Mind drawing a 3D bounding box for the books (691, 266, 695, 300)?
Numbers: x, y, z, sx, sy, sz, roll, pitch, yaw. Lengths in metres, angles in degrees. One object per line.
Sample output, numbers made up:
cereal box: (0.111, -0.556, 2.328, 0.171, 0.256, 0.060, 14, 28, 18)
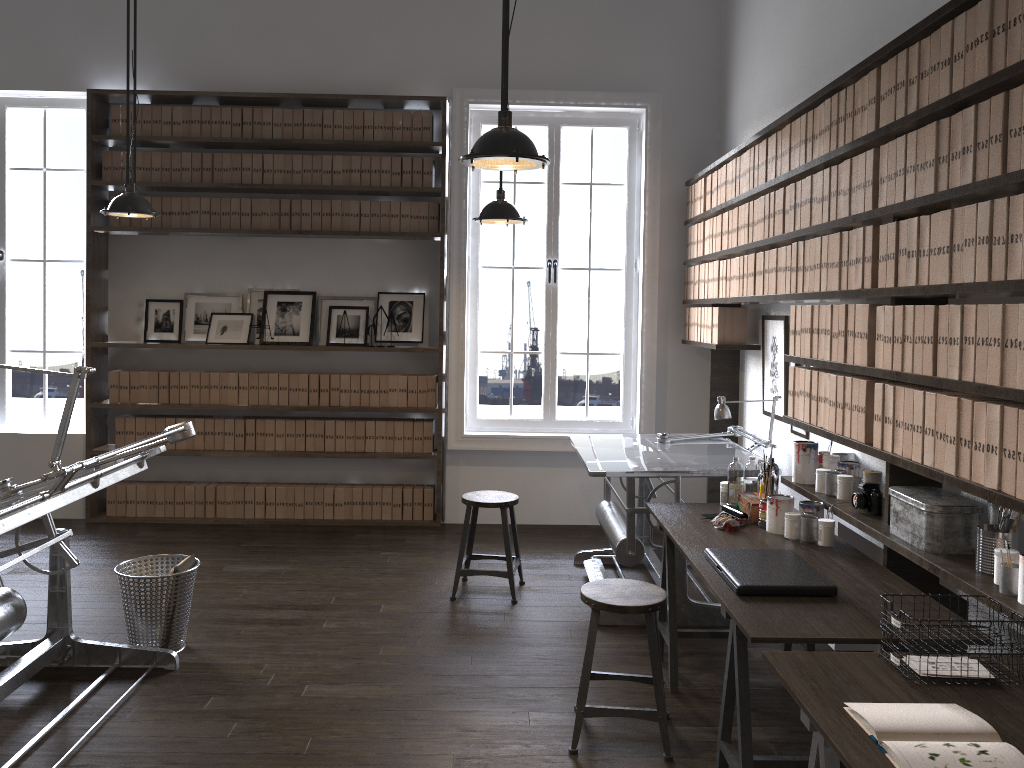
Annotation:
books: (1.295, -0.676, 5.935, 0.174, 0.225, 0.067, 1, 2, -1)

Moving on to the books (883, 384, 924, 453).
books: (1.341, 0.116, 2.954, 0.174, 0.225, 0.067, 1, 2, -1)

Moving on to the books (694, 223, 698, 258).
books: (1.299, -0.942, 5.845, 0.174, 0.225, 0.067, 1, 2, -1)

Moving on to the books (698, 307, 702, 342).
books: (1.295, -0.381, 5.725, 0.174, 0.225, 0.067, 1, 2, -1)

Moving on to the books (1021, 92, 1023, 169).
books: (1.369, -0.638, 2.196, 0.174, 0.225, 0.067, 1, 2, -1)

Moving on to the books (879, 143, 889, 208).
books: (1.357, -0.706, 3.032, 0.174, 0.225, 0.067, 1, 2, -1)

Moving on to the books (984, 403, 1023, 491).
books: (1.351, 0.167, 2.333, 0.174, 0.225, 0.067, 1, 2, -1)

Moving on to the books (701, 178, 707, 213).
books: (1.310, -1.207, 5.692, 0.174, 0.225, 0.067, 1, 2, -1)

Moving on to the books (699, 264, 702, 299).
books: (1.303, -0.658, 5.715, 0.174, 0.225, 0.067, 1, 2, -1)

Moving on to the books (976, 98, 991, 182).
books: (1.367, -0.656, 2.410, 0.174, 0.225, 0.067, 1, 2, -1)

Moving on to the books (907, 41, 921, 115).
books: (1.361, -0.966, 2.819, 0.174, 0.225, 0.067, 1, 2, -1)

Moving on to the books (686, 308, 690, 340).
books: (1.287, -0.410, 6.072, 0.174, 0.225, 0.067, 1, 2, -1)

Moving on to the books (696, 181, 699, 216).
books: (1.309, -1.219, 5.835, 0.174, 0.225, 0.067, 1, 2, -1)

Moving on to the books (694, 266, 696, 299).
books: (1.301, -0.670, 5.864, 0.174, 0.225, 0.067, 1, 2, -1)

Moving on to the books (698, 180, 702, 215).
books: (1.306, -1.213, 5.764, 0.174, 0.225, 0.067, 1, 2, -1)

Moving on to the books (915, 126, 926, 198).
books: (1.359, -0.684, 2.757, 0.174, 0.225, 0.067, 1, 2, -1)

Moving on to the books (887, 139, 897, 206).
books: (1.356, -0.701, 2.963, 0.174, 0.225, 0.067, 1, 2, -1)

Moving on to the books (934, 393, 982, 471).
books: (1.349, 0.144, 2.609, 0.174, 0.225, 0.067, 1, 2, -1)

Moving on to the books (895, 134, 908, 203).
books: (1.353, -0.695, 2.892, 0.174, 0.225, 0.067, 1, 2, -1)

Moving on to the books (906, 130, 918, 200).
books: (1.357, -0.689, 2.820, 0.174, 0.225, 0.067, 1, 2, -1)

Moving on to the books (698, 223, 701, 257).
books: (1.306, -0.937, 5.778, 0.174, 0.225, 0.067, 1, 2, -1)

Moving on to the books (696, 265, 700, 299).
books: (1.297, -0.664, 5.789, 0.174, 0.225, 0.067, 1, 2, -1)

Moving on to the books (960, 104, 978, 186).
books: (1.362, -0.662, 2.481, 0.174, 0.225, 0.067, 1, 2, -1)

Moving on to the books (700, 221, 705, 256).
books: (1.308, -0.931, 5.707, 0.174, 0.225, 0.067, 1, 2, -1)

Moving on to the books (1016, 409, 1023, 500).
books: (1.353, 0.179, 2.187, 0.174, 0.225, 0.067, 1, 2, -1)

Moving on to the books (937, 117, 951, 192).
books: (1.363, -0.673, 2.623, 0.174, 0.225, 0.067, 1, 2, -1)

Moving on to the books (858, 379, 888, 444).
books: (1.335, 0.099, 3.159, 0.174, 0.225, 0.067, 1, 2, -1)

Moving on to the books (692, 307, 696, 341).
books: (1.289, -0.393, 5.870, 0.174, 0.225, 0.067, 1, 2, -1)

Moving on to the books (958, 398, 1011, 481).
books: (1.352, 0.155, 2.475, 0.174, 0.225, 0.067, 1, 2, -1)

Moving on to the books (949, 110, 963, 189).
books: (1.364, -0.667, 2.552, 0.174, 0.225, 0.067, 1, 2, -1)

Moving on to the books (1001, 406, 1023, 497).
books: (1.357, 0.173, 2.262, 0.174, 0.225, 0.067, 1, 2, -1)

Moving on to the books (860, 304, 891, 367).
books: (1.338, -0.171, 3.147, 0.174, 0.225, 0.067, 1, 2, -1)

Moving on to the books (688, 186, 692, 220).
books: (1.300, -1.236, 6.046, 0.174, 0.225, 0.067, 1, 2, -1)

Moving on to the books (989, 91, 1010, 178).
books: (1.363, -0.650, 2.335, 0.174, 0.225, 0.067, 1, 2, -1)

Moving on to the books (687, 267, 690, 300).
books: (1.296, -0.687, 6.077, 0.174, 0.225, 0.067, 1, 2, -1)

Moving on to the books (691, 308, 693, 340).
books: (1.293, -0.398, 5.933, 0.174, 0.225, 0.067, 1, 2, -1)

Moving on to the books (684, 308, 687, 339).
books: (1.291, -0.416, 6.147, 0.174, 0.225, 0.067, 1, 2, -1)

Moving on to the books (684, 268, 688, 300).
books: (1.289, -0.693, 6.144, 0.174, 0.225, 0.067, 1, 2, -1)

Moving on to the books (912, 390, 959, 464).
books: (1.343, 0.133, 2.744, 0.174, 0.225, 0.067, 1, 2, -1)

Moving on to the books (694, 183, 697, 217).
books: (1.310, -1.224, 5.904, 0.174, 0.225, 0.067, 1, 2, -1)

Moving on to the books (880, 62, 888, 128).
books: (1.358, -0.983, 3.027, 0.174, 0.225, 0.067, 1, 2, -1)

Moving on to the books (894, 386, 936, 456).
books: (1.346, 0.122, 2.884, 0.174, 0.225, 0.067, 1, 2, -1)

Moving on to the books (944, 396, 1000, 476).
books: (1.345, 0.150, 2.542, 0.174, 0.225, 0.067, 1, 2, -1)

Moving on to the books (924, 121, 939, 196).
books: (1.356, -0.679, 2.690, 0.174, 0.225, 0.067, 1, 2, -1)

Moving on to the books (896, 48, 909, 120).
books: (1.357, -0.972, 2.892, 0.174, 0.225, 0.067, 1, 2, -1)

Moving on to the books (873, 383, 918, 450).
books: (1.336, 0.110, 3.026, 0.174, 0.225, 0.067, 1, 2, -1)

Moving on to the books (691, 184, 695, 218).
books: (1.304, -1.230, 5.974, 0.174, 0.225, 0.067, 1, 2, -1)

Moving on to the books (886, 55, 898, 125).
books: (1.355, -0.978, 2.964, 0.174, 0.225, 0.067, 1, 2, -1)

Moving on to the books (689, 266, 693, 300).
books: (1.298, -0.682, 6.006, 0.174, 0.225, 0.067, 1, 2, -1)

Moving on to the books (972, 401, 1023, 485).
books: (1.354, 0.161, 2.404, 0.174, 0.225, 0.067, 1, 2, -1)

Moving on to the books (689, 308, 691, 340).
books: (1.294, -0.404, 5.998, 0.174, 0.225, 0.067, 1, 2, -1)

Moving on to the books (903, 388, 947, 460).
books: (1.345, 0.127, 2.815, 0.174, 0.225, 0.067, 1, 2, -1)

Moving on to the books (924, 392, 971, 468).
books: (1.346, 0.139, 2.672, 0.174, 0.225, 0.067, 1, 2, -1)

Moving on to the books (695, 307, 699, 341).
books: (1.291, -0.387, 5.797, 0.174, 0.225, 0.067, 1, 2, -1)

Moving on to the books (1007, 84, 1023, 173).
books: (1.370, -0.643, 2.261, 0.174, 0.225, 0.067, 1, 2, -1)

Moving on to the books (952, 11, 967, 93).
books: (1.366, -0.943, 2.537, 0.174, 0.225, 0.067, 1, 2, -1)

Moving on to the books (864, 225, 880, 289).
books: (1.350, -0.447, 3.142, 0.174, 0.225, 0.067, 1, 2, -1)
